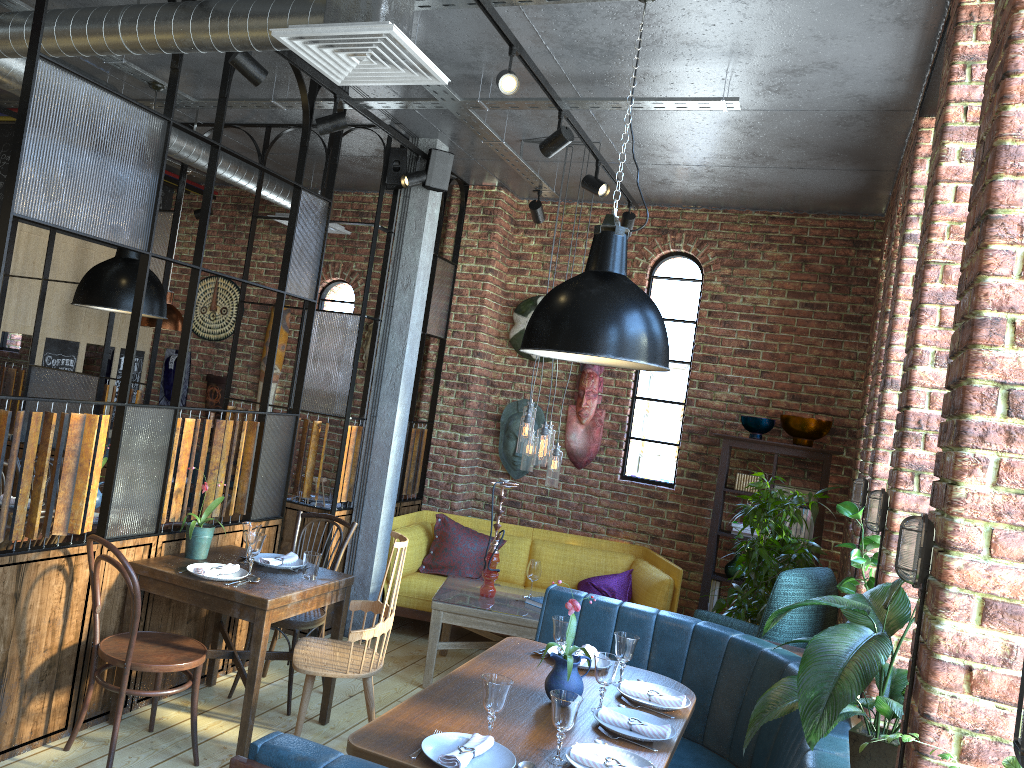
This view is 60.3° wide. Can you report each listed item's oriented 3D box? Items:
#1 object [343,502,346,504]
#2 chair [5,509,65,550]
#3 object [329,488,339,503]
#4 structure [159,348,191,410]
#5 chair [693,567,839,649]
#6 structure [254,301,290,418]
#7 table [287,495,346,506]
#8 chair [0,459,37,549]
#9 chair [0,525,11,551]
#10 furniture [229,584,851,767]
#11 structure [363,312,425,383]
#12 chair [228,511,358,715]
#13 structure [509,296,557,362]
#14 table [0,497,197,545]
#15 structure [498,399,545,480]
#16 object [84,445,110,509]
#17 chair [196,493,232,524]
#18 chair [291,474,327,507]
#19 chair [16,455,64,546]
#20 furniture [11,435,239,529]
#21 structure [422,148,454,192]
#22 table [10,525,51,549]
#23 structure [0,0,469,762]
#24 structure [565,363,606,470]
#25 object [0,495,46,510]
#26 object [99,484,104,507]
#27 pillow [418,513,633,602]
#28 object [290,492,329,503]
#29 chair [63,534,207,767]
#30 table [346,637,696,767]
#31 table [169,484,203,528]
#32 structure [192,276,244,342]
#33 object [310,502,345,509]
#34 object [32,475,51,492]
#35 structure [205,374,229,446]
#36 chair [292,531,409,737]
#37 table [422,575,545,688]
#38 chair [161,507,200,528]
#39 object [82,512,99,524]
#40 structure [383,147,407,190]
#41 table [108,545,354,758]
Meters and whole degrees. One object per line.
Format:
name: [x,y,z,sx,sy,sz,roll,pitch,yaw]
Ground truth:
object: [-1.198,0.898,6.759,0.337,0.051,0.259,8,-1,25]
chair: [-2.324,0.970,3.965,0.542,0.915,0.389,7,-2,26]
object: [-1.325,0.841,6.588,0.080,0.119,0.088,9,-2,-38]
structure: [-3.205,-0.048,8.336,0.335,0.559,0.110,8,-2,23]
chair: [1.040,1.387,4.524,0.769,1.098,1.082,10,-2,-45]
structure: [-2.167,-0.211,7.908,0.240,1.120,0.090,7,-2,23]
table: [-1.340,1.266,6.540,0.777,0.727,0.724,8,-2,21]
chair: [-2.881,0.909,4.979,0.539,0.915,0.391,8,-2,22]
chair: [-2.343,0.957,3.500,0.542,0.915,0.389,7,-2,26]
furniture: [0.359,1.392,2.895,1.413,0.822,2.522,8,-1,20]
structure: [-1.015,-0.272,7.429,0.610,0.727,0.122,8,-2,23]
chair: [-1.137,1.157,4.612,0.416,0.915,0.507,8,-2,15]
structure: [0.232,-0.435,6.913,0.550,0.521,0.142,8,-2,23]
table: [-2.441,1.072,4.994,0.753,0.728,0.995,8,-2,21]
structure: [0.063,0.432,6.901,0.381,0.640,0.100,7,-2,24]
object: [-2.361,0.501,4.998,0.143,0.431,0.207,7,-2,40]
chair: [-1.954,1.046,5.034,0.528,0.915,0.400,8,-2,7]
chair: [-1.432,1.105,5.999,0.544,1.006,0.444,8,-2,8]
chair: [-2.796,0.929,5.379,0.542,0.915,0.389,7,-2,26]
furniture: [-3.248,0.957,7.510,1.494,0.822,1.440,8,-1,21]
structure: [-0.492,-1.383,5.709,0.159,0.268,0.192,9,-2,-29]
table: [-2.796,0.999,3.961,0.753,0.728,0.995,8,-2,21]
structure: [-3.668,-0.430,4.430,6.100,3.327,5.784,8,-1,5]
structure: [0.591,0.092,6.768,0.219,1.146,0.234,9,-2,-23]
object: [-2.697,0.638,4.784,0.280,0.051,0.312,8,-1,24]
object: [-2.394,0.654,5.156,0.085,0.119,0.083,8,-2,4]
pillow: [0.114,1.253,6.290,1.524,0.453,0.392,8,-2,11]
object: [-1.509,0.850,6.613,0.280,0.051,0.312,8,-1,24]
chair: [-1.524,1.081,3.630,0.459,0.921,0.523,7,-2,43]
table: [0.094,1.438,3.011,0.851,0.661,1.487,8,-1,20]
table: [-3.100,1.084,7.201,0.770,0.603,0.718,8,-2,21]
structure: [-2.786,-0.707,8.233,0.684,0.619,0.076,8,-2,21]
object: [-1.298,0.875,6.318,0.337,0.051,0.259,8,-1,25]
object: [-2.537,0.589,4.717,0.103,0.192,0.093,7,-2,42]
structure: [-2.737,0.246,8.099,0.269,0.655,0.154,7,-2,22]
chair: [-0.746,1.164,3.954,0.446,1.006,0.541,8,-2,-8]
table: [-0.006,1.547,5.274,0.948,0.508,0.740,8,-1,7]
chair: [-1.922,1.041,4.537,0.576,0.921,0.417,7,-2,38]
object: [-2.259,0.701,4.692,0.280,0.051,0.312,8,-1,24]
structure: [-0.776,-1.423,5.834,0.183,0.268,0.167,8,-2,-6]
table: [-1.290,1.224,4.110,0.777,0.727,0.724,8,-2,21]
